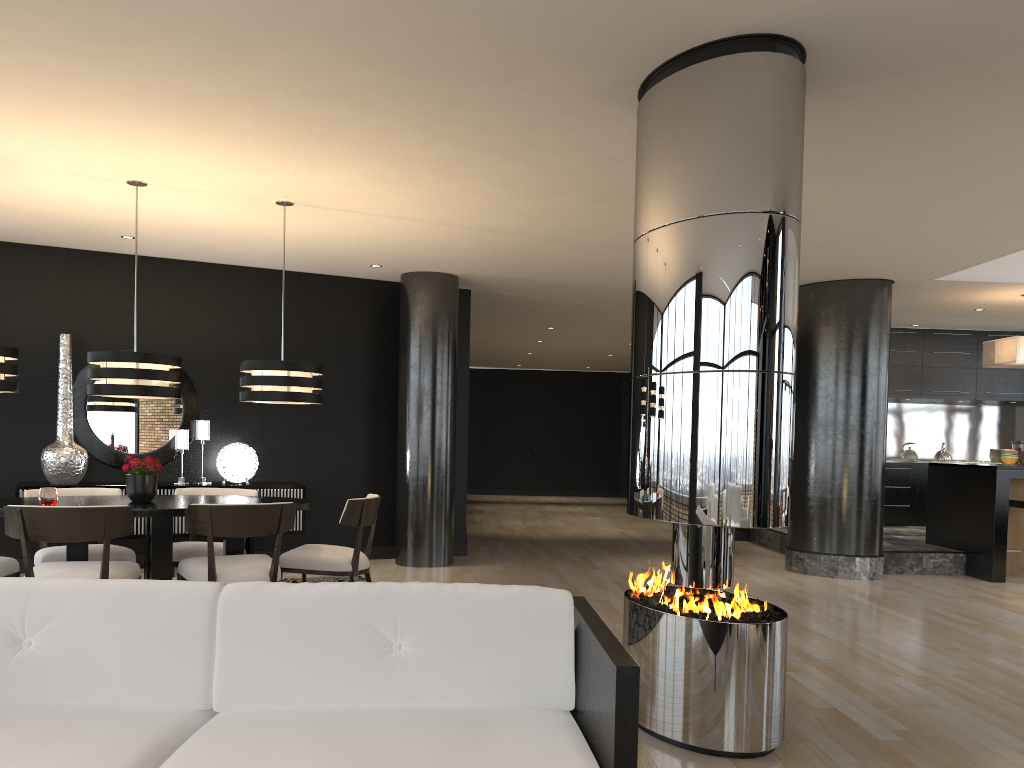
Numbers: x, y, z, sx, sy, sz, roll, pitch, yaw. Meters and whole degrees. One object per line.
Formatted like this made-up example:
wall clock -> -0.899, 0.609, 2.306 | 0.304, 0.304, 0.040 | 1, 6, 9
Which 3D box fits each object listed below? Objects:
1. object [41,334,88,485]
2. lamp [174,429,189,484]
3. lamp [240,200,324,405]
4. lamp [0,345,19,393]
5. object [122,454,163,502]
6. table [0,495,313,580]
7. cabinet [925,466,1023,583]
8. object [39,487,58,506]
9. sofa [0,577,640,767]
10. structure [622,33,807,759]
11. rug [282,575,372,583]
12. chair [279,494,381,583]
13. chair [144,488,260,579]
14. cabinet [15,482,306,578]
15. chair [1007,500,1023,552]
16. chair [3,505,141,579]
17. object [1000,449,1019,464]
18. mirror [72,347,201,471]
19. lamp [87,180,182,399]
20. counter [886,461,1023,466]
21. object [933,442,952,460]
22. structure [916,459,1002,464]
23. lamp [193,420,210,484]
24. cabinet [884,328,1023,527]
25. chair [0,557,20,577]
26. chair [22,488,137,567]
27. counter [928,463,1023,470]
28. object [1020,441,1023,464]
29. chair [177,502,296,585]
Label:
object -> -3.612, 0.206, 7.134 | 0.344, 1.210, 0.342 | 1, 2, -17
lamp -> -2.836, 0.624, 7.582 | 0.125, 0.466, 0.132 | 1, 1, -3
lamp -> -1.515, -0.539, 5.846 | 0.536, 1.330, 0.534 | 1, 1, -27
lamp -> -3.135, -0.625, 5.069 | 0.536, 1.330, 0.534 | 1, 1, -27
object -> -2.303, 0.585, 5.503 | 0.238, 0.298, 0.228 | 1, 0, -24
table -> -2.316, 1.119, 5.538 | 2.108, 0.769, 1.209 | 3, -2, -24
cabinet -> 5.929, 1.378, 8.754 | 3.114, 1.039, 1.180 | 2, -1, -4
object -> -2.625, 0.640, 4.998 | 0.095, 0.106, 0.095 | 1, -1, -15
sofa -> -0.782, 0.923, 2.146 | 2.032, 0.804, 0.838 | 1, -1, -4
structure -> 0.830, 0.094, 3.753 | 0.587, 2.745, 0.890 | 1, 1, -16
rug -> -2.387, 1.497, 5.536 | 3.725, 0.011, 2.717 | 3, -4, -26
chair -> -1.207, 1.156, 5.997 | 0.616, 0.807, 0.642 | 1, 0, 3
chair -> -2.144, 1.148, 6.199 | 0.642, 0.807, 0.616 | 1, 0, 2
cabinet -> -2.957, 1.235, 7.565 | 2.239, 0.767, 0.610 | 3, -1, -26
chair -> 4.913, 1.361, 8.231 | 0.476, 0.965, 0.518 | 1, 1, -3
chair -> -2.437, 1.060, 4.926 | 0.643, 0.807, 0.615 | 1, 0, -16
object -> 6.688, 0.979, 11.867 | 0.205, 0.205, 0.185 | 1, -1, -2
mirror -> -3.278, 0.220, 7.685 | 1.077, 1.079, 0.025 | 2, 1, -26
lamp -> -2.325, -0.582, 5.457 | 0.536, 1.330, 0.534 | 1, 1, -27
counter -> 5.857, 1.060, 11.616 | 2.861, 0.034, 0.731 | 2, -4, -4
object -> 5.616, 0.876, 11.498 | 0.221, 0.230, 0.221 | 1, -1, -11
structure -> 5.858, 1.035, 11.596 | 0.900, 0.066, 0.521 | 2, -4, -4
lamp -> -2.703, 0.593, 7.711 | 0.132, 0.551, 0.124 | 2, 2, 26
cabinet -> 5.870, 0.602, 11.577 | 5.727, 2.530, 0.727 | 1, 1, -4
chair -> -3.263, 1.050, 5.058 | 0.616, 0.807, 0.642 | 1, 0, -5
chair -> -2.879, 1.111, 5.886 | 0.643, 0.807, 0.615 | 2, 0, -40
counter -> 5.941, 0.842, 8.737 | 3.114, 0.032, 1.181 | 2, -4, -4
object -> 7.063, 0.931, 11.912 | 0.365, 0.316, 0.113 | 1, 1, -3
chair -> -1.673, 1.104, 5.332 | 0.643, 0.807, 0.615 | 1, 0, -33
